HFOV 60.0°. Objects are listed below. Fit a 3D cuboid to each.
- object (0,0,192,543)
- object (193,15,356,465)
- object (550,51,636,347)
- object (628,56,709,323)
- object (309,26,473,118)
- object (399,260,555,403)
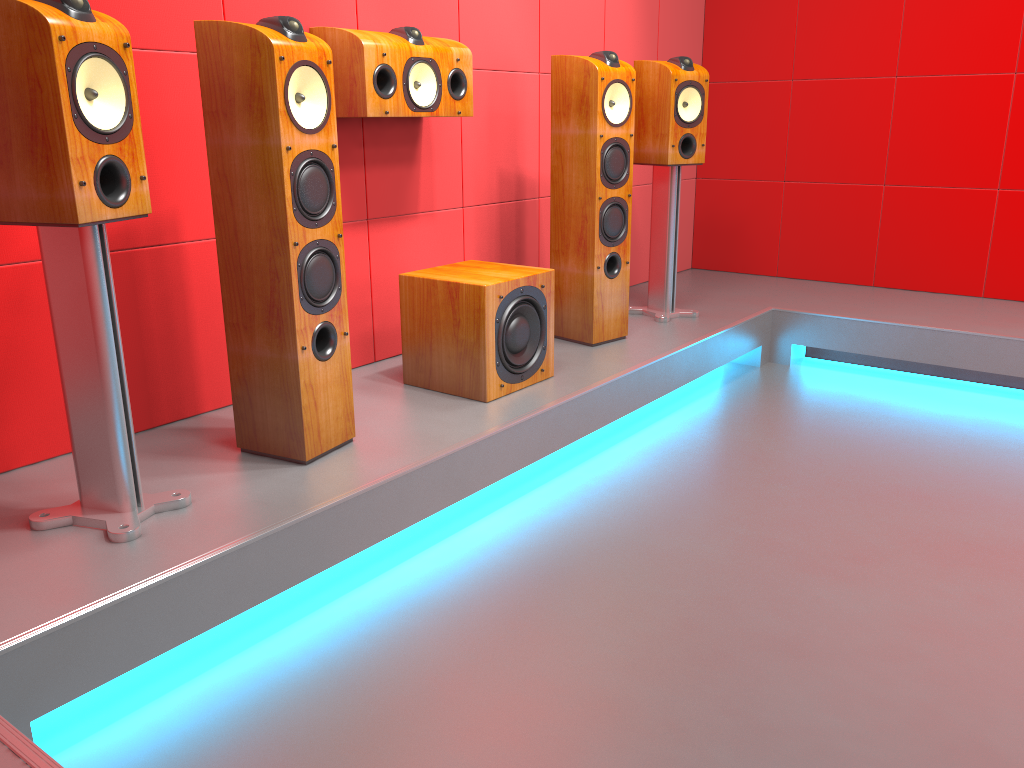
[{"bbox_3d":[-0.877,-0.222,1.793,0.265,1.058,0.231,5,17,16],"label":"object"},{"bbox_3d":[-0.566,-0.339,2.188,0.238,1.052,0.203,8,19,26],"label":"object"},{"bbox_3d":[0.299,-0.684,3.320,0.203,1.052,0.238,-15,22,-41],"label":"object"},{"bbox_3d":[0.648,-0.811,3.725,0.231,1.058,0.265,-11,20,-31],"label":"object"},{"bbox_3d":[-0.368,-0.992,2.828,0.235,0.271,0.493,12,21,35],"label":"object"},{"bbox_3d":[-0.104,-0.184,2.865,0.360,0.360,0.360,12,21,35],"label":"object"}]
